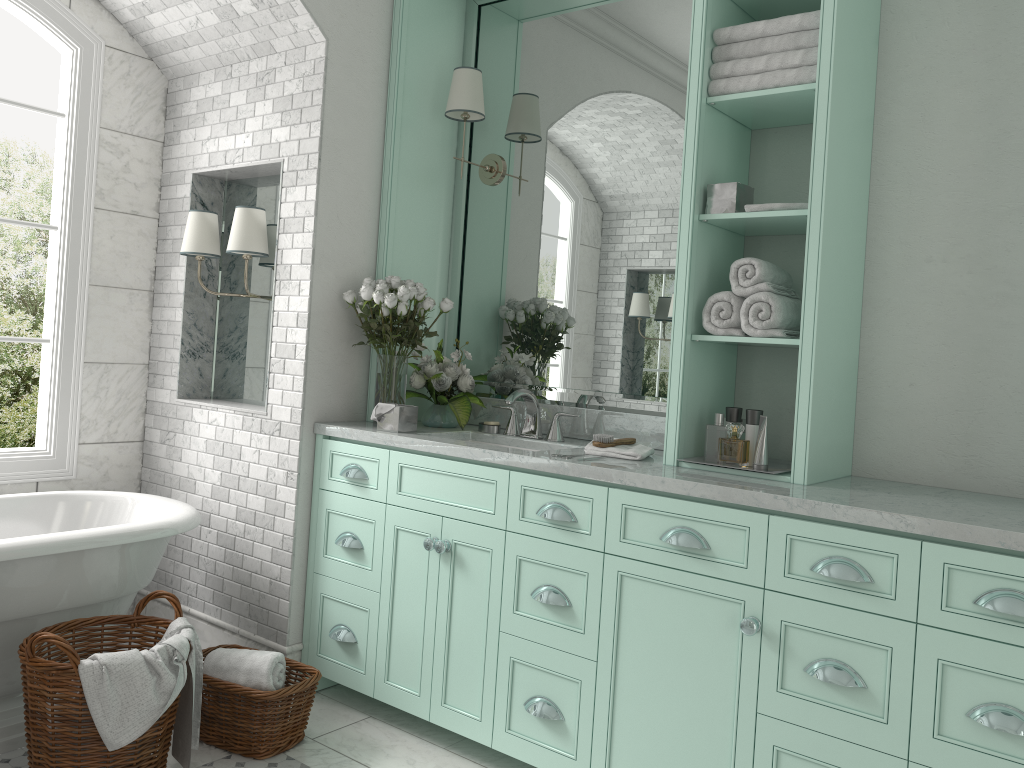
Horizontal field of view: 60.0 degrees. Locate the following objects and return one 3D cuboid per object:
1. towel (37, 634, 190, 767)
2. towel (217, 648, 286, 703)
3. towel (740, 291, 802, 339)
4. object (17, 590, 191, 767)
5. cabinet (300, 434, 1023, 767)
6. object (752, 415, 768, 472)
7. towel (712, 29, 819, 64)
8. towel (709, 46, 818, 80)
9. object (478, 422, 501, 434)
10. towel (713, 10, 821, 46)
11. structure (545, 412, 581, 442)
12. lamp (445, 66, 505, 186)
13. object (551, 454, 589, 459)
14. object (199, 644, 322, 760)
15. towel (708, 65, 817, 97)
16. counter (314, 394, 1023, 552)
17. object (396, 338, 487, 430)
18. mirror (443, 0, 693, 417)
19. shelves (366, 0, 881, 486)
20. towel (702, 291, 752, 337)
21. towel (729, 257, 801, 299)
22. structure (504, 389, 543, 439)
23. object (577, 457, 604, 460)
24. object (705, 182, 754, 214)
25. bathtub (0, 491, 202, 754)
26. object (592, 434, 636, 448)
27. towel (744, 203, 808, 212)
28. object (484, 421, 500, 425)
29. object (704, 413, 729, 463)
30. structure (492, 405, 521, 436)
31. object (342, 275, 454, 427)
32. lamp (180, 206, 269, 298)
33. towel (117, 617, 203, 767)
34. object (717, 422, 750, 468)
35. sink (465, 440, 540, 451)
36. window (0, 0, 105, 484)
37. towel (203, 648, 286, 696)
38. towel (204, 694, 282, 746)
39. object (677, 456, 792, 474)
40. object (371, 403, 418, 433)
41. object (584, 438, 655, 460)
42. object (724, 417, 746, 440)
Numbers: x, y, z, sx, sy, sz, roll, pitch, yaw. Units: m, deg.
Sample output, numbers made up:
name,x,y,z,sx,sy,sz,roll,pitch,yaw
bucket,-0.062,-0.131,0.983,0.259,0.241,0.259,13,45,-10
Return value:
name,x,y,z,sx,sy,sz,roll,pitch,yaw
towel,-1.249,1.022,2.822,0.484,0.438,0.399,5,1,39
towel,-1.004,1.107,3.365,0.313,0.186,0.164,4,1,8
towel,0.902,-0.227,3.008,0.160,0.159,0.304,4,2,38
object,-1.323,1.021,2.881,0.518,0.570,0.520,3,1,-20
cabinet,0.470,0.860,3.181,2.801,1.098,0.862,5,1,38
object,0.815,0.193,2.891,0.050,0.179,0.049,4,0,40
towel,0.995,-1.127,3.139,0.401,0.068,0.494,5,3,38
towel,0.983,-1.064,3.129,0.401,0.068,0.493,5,3,38
object,-0.098,0.190,3.844,0.079,0.035,0.134,3,2,-34
towel,0.993,-1.186,3.129,0.401,0.062,0.494,5,3,38
structure,0.213,0.175,3.627,0.157,0.121,0.083,4,1,22
lamp,-0.176,-1.162,4.029,0.183,0.488,0.308,4,0,37
object,0.202,0.251,3.124,0.075,0.007,0.175,5,2,30
object,-0.997,1.182,3.310,0.551,0.261,0.345,5,2,28
towel,0.977,-1.004,3.122,0.401,0.068,0.493,5,3,38
counter,0.523,0.226,3.201,2.811,0.181,0.823,5,3,38
object,-0.304,-0.004,3.947,0.453,0.402,0.394,5,1,40
mirror,0.288,-0.871,3.835,1.438,1.933,0.015,4,0,38
shelves,0.662,-0.786,3.290,2.813,2.124,0.464,5,0,38
towel,0.794,-0.238,3.096,0.153,0.163,0.311,4,2,38
towel,0.872,-0.356,3.060,0.169,0.142,0.298,5,2,38
structure,0.056,0.122,3.637,0.103,0.205,0.234,4,1,27
object,0.275,0.257,3.058,0.020,0.005,0.167,5,3,42
object,0.752,-0.630,3.059,0.118,0.105,0.122,5,1,44
bathtub,-2.140,0.866,3.050,0.943,0.758,2.163,5,2,38
object,0.389,0.209,3.298,0.228,0.044,0.068,2,2,-43
towel,0.953,-0.581,3.001,0.239,0.056,0.316,5,2,34
object,-0.088,0.171,3.827,0.051,0.022,0.077,3,2,-31
object,0.706,0.185,3.033,0.093,0.170,0.035,4,0,38
structure,-0.027,0.154,3.790,0.157,0.121,0.083,4,1,22
object,-0.508,-0.136,3.784,0.391,0.653,0.356,3,0,-41
lamp,-1.271,-0.598,4.073,0.548,0.383,0.308,5,1,38
towel,-1.268,1.040,2.897,0.460,0.469,0.383,4,1,-13
object,0.739,0.202,2.952,0.093,0.147,0.063,4,0,43
sink,-0.052,0.293,3.527,0.603,0.079,0.346,5,3,38
window,-2.585,-0.727,3.490,0.118,2.324,1.829,3,0,38
towel,-0.972,1.067,3.226,0.321,0.211,0.149,4,1,21
towel,-0.979,1.216,3.247,0.311,0.163,0.153,5,1,28
object,0.823,0.274,3.058,0.350,0.008,0.438,5,3,38
object,-0.484,0.135,3.610,0.136,0.113,0.146,4,1,34
object,0.388,0.239,3.276,0.317,0.056,0.239,5,2,34
object,0.776,0.196,3.128,0.093,0.151,0.035,4,0,41
